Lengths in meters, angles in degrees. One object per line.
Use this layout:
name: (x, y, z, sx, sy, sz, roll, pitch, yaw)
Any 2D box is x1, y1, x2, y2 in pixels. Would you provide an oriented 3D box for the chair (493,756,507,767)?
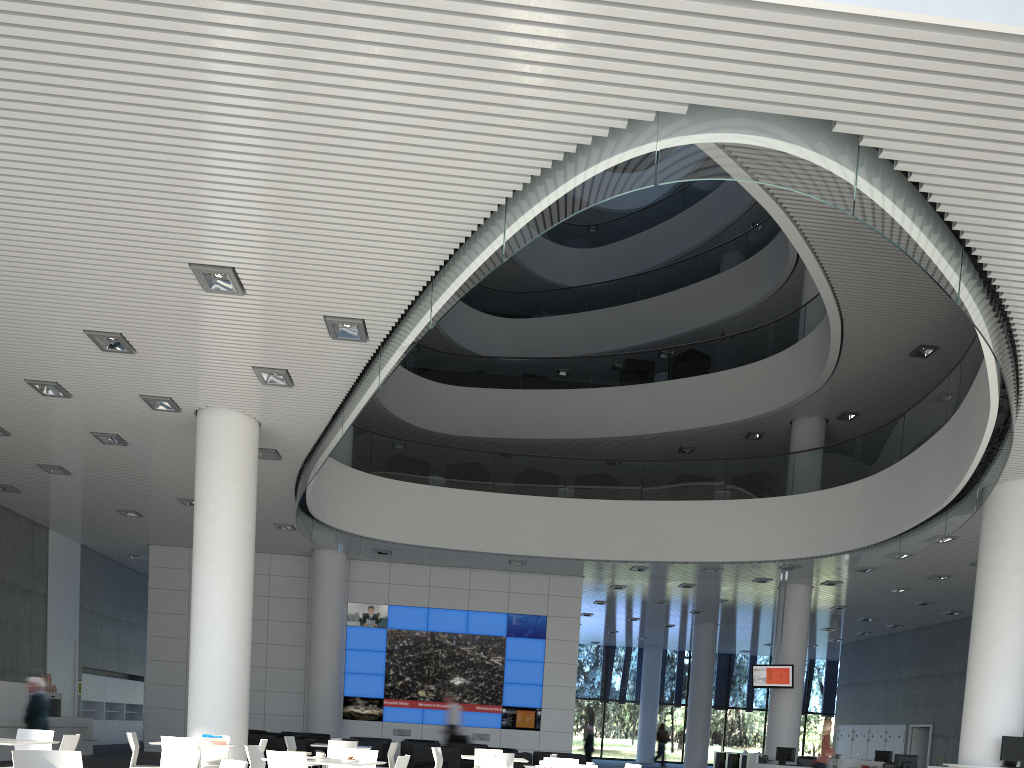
chair: (0.010, 2.266, 4.337, 0.256, 0.441, 0.287, 4, -5, -13)

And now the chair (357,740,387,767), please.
chair: (-1.441, 3.601, 7.543, 0.458, 0.397, 0.447, 4, -11, -3)

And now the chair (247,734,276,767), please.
chair: (-2.493, 3.486, 7.424, 0.458, 0.397, 0.447, 4, -11, -3)

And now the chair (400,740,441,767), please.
chair: (-1.006, 4.125, 8.681, 0.422, 0.395, 0.487, 4, -13, -3)

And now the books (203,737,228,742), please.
books: (-1.855, 2.224, 4.950, 0.119, 0.017, 0.166, 18, -27, -30)

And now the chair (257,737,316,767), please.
chair: (-1.975, 3.305, 6.941, 0.422, 0.395, 0.488, 4, -13, -3)

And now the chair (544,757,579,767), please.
chair: (0.273, 2.421, 4.656, 0.280, 0.443, 0.260, 3, -4, 7)

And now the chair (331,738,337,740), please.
chair: (-1.371, 3.108, 6.448, 0.284, 0.443, 0.257, 5, -4, -18)

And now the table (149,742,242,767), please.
table: (-1.942, 2.409, 4.875, 0.452, 0.378, 0.478, 5, -13, -8)

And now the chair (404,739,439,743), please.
chair: (-1.121, 4.579, 9.732, 0.422, 0.395, 0.488, 4, -13, -3)

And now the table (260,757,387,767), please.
table: (-0.903, 2.009, 3.821, 0.448, 0.378, 0.482, 1, -13, 12)

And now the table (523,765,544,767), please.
table: (0.293, 2.315, 4.357, 0.451, 0.378, 0.480, 4, -13, -3)

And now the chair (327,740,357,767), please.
chair: (-1.279, 2.870, 5.891, 0.284, 0.443, 0.257, 5, -4, -18)

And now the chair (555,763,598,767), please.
chair: (0.319, 2.156, 4.044, 0.280, 0.443, 0.260, 3, -4, 7)

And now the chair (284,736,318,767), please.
chair: (-1.637, 2.946, 6.114, 0.254, 0.441, 0.290, 3, -5, 2)

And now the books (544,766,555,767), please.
books: (0.249, 2.071, 4.260, 0.128, 0.012, 0.094, -11, -27, 30)

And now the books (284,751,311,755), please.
books: (-1.019, 1.752, 3.755, 0.108, 0.012, 0.085, 1, -23, 6)

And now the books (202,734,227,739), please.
books: (-1.862, 2.206, 4.951, 0.151, 0.015, 0.110, 11, -24, -17)

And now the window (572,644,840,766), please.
window: (2.534, 7.702, 19.226, 18.160, 2.994, 0.075, 5, 4, -4)

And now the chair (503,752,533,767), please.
chair: (-0.059, 3.370, 6.828, 0.422, 0.395, 0.487, 4, -13, -3)

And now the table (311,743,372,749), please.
table: (-1.330, 3.011, 6.168, 0.452, 0.378, 0.478, 5, -13, -8)

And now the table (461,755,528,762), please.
table: (-0.138, 2.780, 5.478, 0.451, 0.378, 0.480, 4, -13, -3)

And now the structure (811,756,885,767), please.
structure: (4.967, 5.090, 10.154, 1.068, 0.437, 2.496, 9, -23, -17)

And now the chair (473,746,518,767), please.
chair: (-0.174, 3.823, 7.879, 0.422, 0.395, 0.488, 4, -13, -3)

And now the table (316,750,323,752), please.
table: (-1.975, 3.597, 7.471, 0.369, 0.272, 0.385, 8, -15, -17)

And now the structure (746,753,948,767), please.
structure: (3.767, 4.568, 9.126, 0.882, 0.443, 2.631, 18, -27, -39)

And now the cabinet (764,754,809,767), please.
cabinet: (3.598, 5.129, 10.429, 0.794, 0.470, 0.347, 16, -12, -37)

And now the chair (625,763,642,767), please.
chair: (0.574, 2.319, 4.382, 0.256, 0.441, 0.287, 4, -5, -13)

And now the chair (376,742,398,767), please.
chair: (-1.031, 3.027, 6.215, 0.254, 0.441, 0.290, 3, -5, 2)

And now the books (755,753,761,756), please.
books: (3.033, 4.612, 9.758, 0.087, 0.127, 0.013, 4, 3, -4)

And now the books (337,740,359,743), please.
books: (-1.266, 2.762, 6.110, 0.140, 0.011, 0.125, 3, -23, 1)

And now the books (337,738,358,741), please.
books: (-1.271, 2.746, 6.106, 0.135, 0.014, 0.109, 17, -27, -29)

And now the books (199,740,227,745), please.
books: (-1.876, 2.244, 4.953, 0.163, 0.021, 0.122, 13, -25, -22)

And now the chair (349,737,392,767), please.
chair: (-1.640, 4.294, 9.153, 0.458, 0.397, 0.447, 4, -11, -3)

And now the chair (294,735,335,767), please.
chair: (-2.019, 3.793, 8.059, 0.422, 0.395, 0.487, 4, -13, -3)

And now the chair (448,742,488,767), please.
chair: (-0.521, 4.382, 9.201, 0.458, 0.397, 0.447, 4, -11, -3)

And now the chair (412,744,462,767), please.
chair: (-0.693, 3.539, 7.300, 0.458, 0.397, 0.447, 4, -11, -3)

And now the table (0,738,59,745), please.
table: (-2.554, 1.929, 3.863, 0.451, 0.378, 0.480, 4, -13, -3)

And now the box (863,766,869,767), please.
box: (4.746, 5.126, 10.574, 0.091, 0.041, 0.068, 21, -23, -41)

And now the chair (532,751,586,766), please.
chair: (0.426, 3.626, 7.347, 0.458, 0.397, 0.447, 4, -11, -3)
